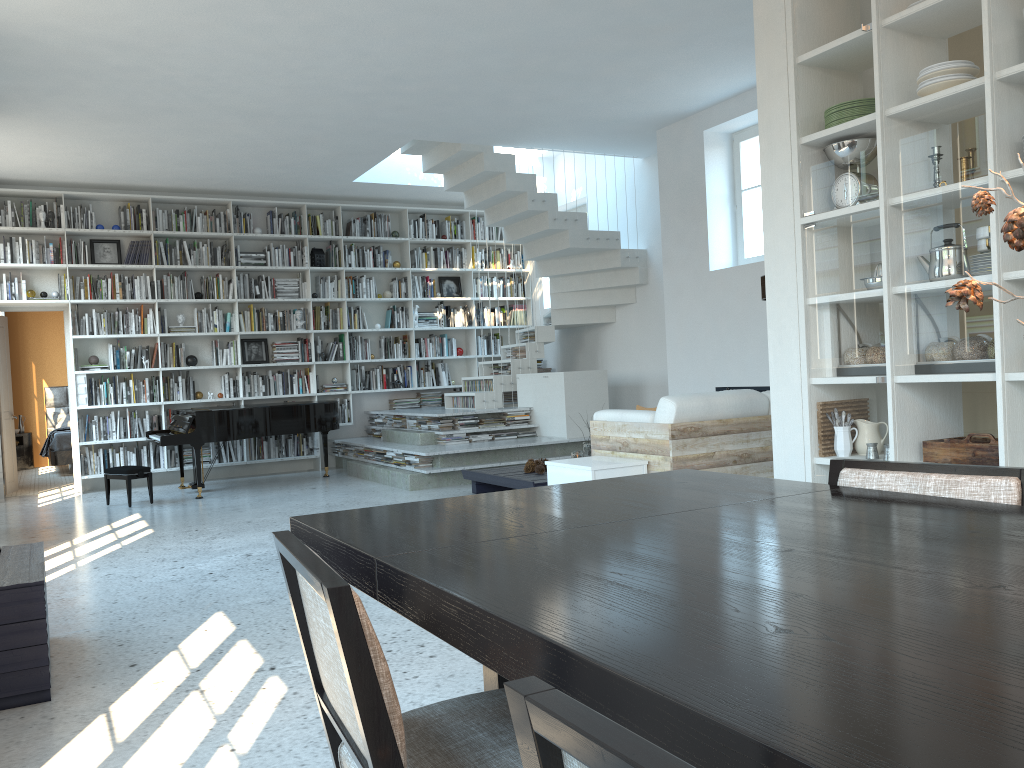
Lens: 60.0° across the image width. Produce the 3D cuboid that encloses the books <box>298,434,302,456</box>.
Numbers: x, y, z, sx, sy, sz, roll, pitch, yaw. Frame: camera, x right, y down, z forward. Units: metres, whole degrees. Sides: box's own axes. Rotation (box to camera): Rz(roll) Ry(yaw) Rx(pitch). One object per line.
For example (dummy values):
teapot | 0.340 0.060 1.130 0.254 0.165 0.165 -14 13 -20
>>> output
books | -2.502 0.713 10.433 0.011 0.258 0.171 -4 1 -28

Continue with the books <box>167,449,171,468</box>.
books | -3.788 0.817 9.770 0.025 0.198 0.160 -4 1 -28

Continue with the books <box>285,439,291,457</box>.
books | -2.616 0.746 10.363 0.010 0.206 0.180 -4 1 -28

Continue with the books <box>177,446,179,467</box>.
books | -3.699 0.797 9.817 0.027 0.227 0.139 -4 1 -28

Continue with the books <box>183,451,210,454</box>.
books | -3.534 0.766 9.904 0.285 0.005 0.159 -3 1 -29

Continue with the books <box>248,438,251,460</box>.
books | -3.025 0.722 10.154 0.014 0.301 0.184 -4 1 -28

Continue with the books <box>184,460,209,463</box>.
books | -3.521 0.856 9.900 0.285 0.007 0.159 -3 1 -23

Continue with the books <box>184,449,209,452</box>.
books | -3.528 0.739 9.897 0.254 0.006 0.161 -3 1 -33

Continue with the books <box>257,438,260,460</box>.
books | -2.935 0.743 10.225 0.022 0.247 0.144 -4 1 -28

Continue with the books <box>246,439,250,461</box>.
books | -3.041 0.745 10.145 0.026 0.256 0.183 -4 1 -28

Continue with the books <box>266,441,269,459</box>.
books | -2.857 0.764 10.274 0.030 0.197 0.143 -4 1 -28

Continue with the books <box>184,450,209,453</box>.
books | -3.529 0.750 9.899 0.254 0.006 0.161 -3 1 -24

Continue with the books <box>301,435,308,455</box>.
books | -2.449 0.725 10.475 0.028 0.227 0.162 -4 1 -28

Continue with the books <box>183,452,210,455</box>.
books | -3.533 0.772 9.904 0.285 0.005 0.159 -3 1 -27

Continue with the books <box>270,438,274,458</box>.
books | -2.805 0.742 10.292 0.030 0.235 0.138 -4 1 -28

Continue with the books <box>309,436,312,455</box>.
books | -2.405 0.728 10.481 0.029 0.218 0.191 -4 1 -28

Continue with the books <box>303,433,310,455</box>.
books | -2.427 0.709 10.476 0.012 0.256 0.176 -4 1 -28

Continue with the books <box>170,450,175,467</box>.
books | -3.750 0.822 9.782 0.053 0.184 0.148 -4 1 -28

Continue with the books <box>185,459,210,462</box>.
books | -3.523 0.849 9.902 0.254 0.007 0.161 -3 1 -32

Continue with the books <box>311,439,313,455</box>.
books | -2.387 0.744 10.505 0.023 0.182 0.148 -4 1 -28

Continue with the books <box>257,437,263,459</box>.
books | -2.910 0.727 10.239 0.012 0.276 0.154 -4 1 -28

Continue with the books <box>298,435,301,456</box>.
books | -2.525 0.724 10.438 0.028 0.239 0.140 -4 1 -28

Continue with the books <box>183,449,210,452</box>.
books | -3.530 0.745 9.901 0.285 0.005 0.159 -3 1 -31

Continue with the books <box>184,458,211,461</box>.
books | -3.526 0.842 9.906 0.285 0.007 0.159 -3 1 -26

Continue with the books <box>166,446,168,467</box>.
books | -3.807 0.801 9.765 0.012 0.230 0.138 -4 1 -28

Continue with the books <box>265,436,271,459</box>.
books | -2.830 0.714 10.275 0.026 0.294 0.155 -4 1 -28

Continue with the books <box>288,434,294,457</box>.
books | -2.586 0.700 10.386 0.011 0.293 0.184 -4 1 -28

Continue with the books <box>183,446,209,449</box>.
books | -3.529 0.712 9.896 0.285 0.005 0.159 -3 1 -23

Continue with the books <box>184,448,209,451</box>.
books | -3.534 0.728 9.906 0.254 0.006 0.161 -3 1 -28

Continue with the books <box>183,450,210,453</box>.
books | -3.531 0.756 9.898 0.285 0.005 0.159 -3 1 -32

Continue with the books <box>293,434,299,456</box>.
books | -2.534 0.685 10.406 0.013 0.317 0.186 -4 1 -28

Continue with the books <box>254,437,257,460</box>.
books | -2.956 0.712 10.202 0.034 0.311 0.170 -4 1 -28

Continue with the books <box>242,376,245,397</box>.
books | -3.095 0.030 10.139 0.029 0.244 0.154 -4 1 -28

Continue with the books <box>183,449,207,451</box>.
books | -3.534 0.734 9.907 0.254 0.006 0.161 -3 1 -28

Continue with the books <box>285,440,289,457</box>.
books | -2.653 0.744 10.379 0.040 0.212 0.129 -4 1 -28

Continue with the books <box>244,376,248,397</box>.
books | -3.052 0.032 10.142 0.027 0.234 0.167 -4 1 -28

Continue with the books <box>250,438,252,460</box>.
books | -3.015 0.742 10.192 0.010 0.259 0.131 -4 1 -28

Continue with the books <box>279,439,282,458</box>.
books | -2.718 0.748 10.325 0.022 0.213 0.167 -4 1 -28

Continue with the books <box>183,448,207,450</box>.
books | -3.534 0.723 9.907 0.285 0.005 0.159 -3 1 -28

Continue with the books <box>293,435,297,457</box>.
books | -2.556 0.720 10.390 0.044 0.251 0.187 -4 1 -28

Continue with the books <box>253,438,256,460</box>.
books | -2.976 0.700 10.190 0.012 0.337 0.144 -4 1 -28

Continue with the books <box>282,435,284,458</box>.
books | -2.689 0.709 10.333 0.014 0.288 0.184 -4 1 -28

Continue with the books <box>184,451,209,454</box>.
books | -3.535 0.761 9.906 0.254 0.006 0.161 -3 1 -28

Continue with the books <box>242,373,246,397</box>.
books | -3.074 0.013 10.142 0.011 0.275 0.146 -4 1 -28

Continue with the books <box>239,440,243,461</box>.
books | -3.102 0.757 10.144 0.021 0.237 0.115 -4 1 -28

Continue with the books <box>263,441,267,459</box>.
books | -2.869 0.760 10.233 0.028 0.206 0.175 -4 1 -28

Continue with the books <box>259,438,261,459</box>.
books | -2.917 0.746 10.230 0.012 0.239 0.128 -4 1 -28

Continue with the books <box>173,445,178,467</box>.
books | -3.717 0.796 9.797 0.023 0.231 0.164 -4 1 -28

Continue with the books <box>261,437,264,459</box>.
books | -2.899 0.737 10.245 0.012 0.255 0.150 -4 1 -28

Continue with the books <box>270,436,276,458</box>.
books | -2.780 0.727 10.305 0.028 0.261 0.132 -4 1 -28

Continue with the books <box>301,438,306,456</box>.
books | -2.464 0.737 10.453 0.022 0.205 0.191 -4 1 -28

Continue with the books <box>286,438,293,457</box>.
books | -2.601 0.743 10.376 0.029 0.210 0.170 -4 1 -28

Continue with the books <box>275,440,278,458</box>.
books | -2.754 0.754 10.316 0.024 0.203 0.144 -4 1 -28

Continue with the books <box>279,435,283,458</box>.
books | -2.702 0.685 10.324 0.014 0.336 0.183 -4 1 -28

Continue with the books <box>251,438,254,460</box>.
books | -2.995 0.738 10.191 0.025 0.264 0.145 -4 1 -28

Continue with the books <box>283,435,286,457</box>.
books | -2.679 0.721 10.356 0.024 0.262 0.131 -4 1 -28

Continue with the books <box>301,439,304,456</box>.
books | -2.489 0.745 10.451 0.024 0.191 0.155 -4 1 -28

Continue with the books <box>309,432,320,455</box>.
books | -2.331 0.698 10.457 0.038 0.269 0.277 -4 1 -28

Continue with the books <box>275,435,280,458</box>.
books | -2.734 0.713 10.313 0.013 0.285 0.185 -4 1 -28
